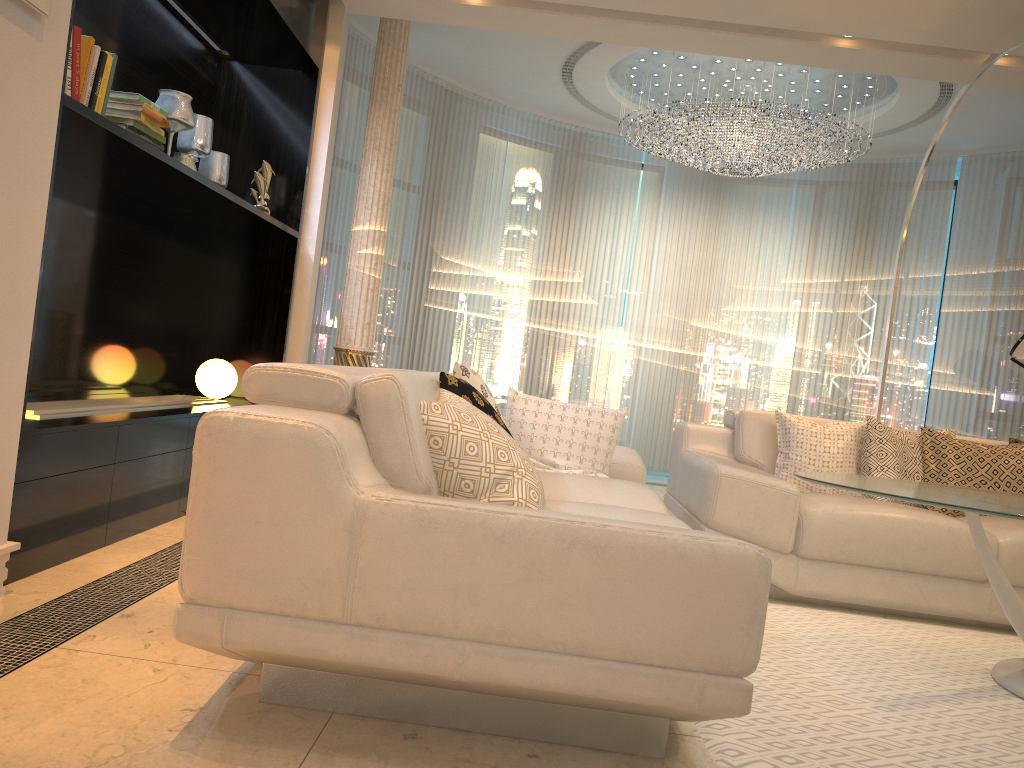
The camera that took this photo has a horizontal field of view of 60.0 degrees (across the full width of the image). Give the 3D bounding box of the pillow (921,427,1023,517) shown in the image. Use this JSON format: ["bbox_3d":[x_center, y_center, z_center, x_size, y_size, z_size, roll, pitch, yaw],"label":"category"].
[{"bbox_3d":[2.153,0.420,4.055,0.575,0.436,0.301,7,1,8],"label":"pillow"}]

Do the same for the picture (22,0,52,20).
[{"bbox_3d":[-1.175,-1.306,1.994,0.027,0.729,0.610,7,1,2],"label":"picture"}]

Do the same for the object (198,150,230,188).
[{"bbox_3d":[-1.540,-1.025,4.556,0.147,0.317,0.147,7,1,4],"label":"object"}]

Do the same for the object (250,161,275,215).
[{"bbox_3d":[-1.294,-0.996,4.591,0.116,0.293,0.182,7,1,-1],"label":"object"}]

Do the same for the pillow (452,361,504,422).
[{"bbox_3d":[-0.087,0.134,3.211,0.255,0.399,0.526,7,1,2],"label":"pillow"}]

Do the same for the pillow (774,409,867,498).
[{"bbox_3d":[1.442,0.336,4.122,0.463,0.380,0.222,7,1,6],"label":"pillow"}]

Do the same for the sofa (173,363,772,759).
[{"bbox_3d":[-0.039,0.367,2.815,1.145,0.754,2.328,7,1,2],"label":"sofa"}]

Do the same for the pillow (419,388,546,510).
[{"bbox_3d":[-0.071,0.197,2.295,0.351,0.329,0.521,7,1,2],"label":"pillow"}]

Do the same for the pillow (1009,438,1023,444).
[{"bbox_3d":[2.550,0.471,4.018,0.575,0.436,0.301,8,1,33],"label":"pillow"}]

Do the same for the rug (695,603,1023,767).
[{"bbox_3d":[1.882,0.989,2.679,2.900,0.020,1.661,7,1,2],"label":"rug"}]

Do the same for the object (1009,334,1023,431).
[{"bbox_3d":[3.317,0.403,5.383,0.616,1.471,0.570,7,1,8],"label":"object"}]

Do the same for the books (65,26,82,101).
[{"bbox_3d":[-1.427,-0.977,2.621,0.208,0.270,0.240,7,1,2],"label":"books"}]

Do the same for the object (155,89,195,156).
[{"bbox_3d":[-1.465,-1.052,3.805,0.181,0.381,0.181,7,1,-4],"label":"object"}]

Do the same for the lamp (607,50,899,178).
[{"bbox_3d":[1.718,-1.906,6.623,2.109,0.685,2.109,7,1,-43],"label":"lamp"}]

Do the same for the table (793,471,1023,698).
[{"bbox_3d":[1.895,0.693,2.686,2.140,0.565,0.999,7,1,1],"label":"table"}]

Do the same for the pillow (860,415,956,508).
[{"bbox_3d":[1.838,0.384,4.138,0.587,0.429,0.288,7,1,-23],"label":"pillow"}]

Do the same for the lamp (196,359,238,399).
[{"bbox_3d":[-1.581,-0.028,4.749,0.212,0.214,0.213,7,1,-38],"label":"lamp"}]

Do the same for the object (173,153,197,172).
[{"bbox_3d":[-1.464,-0.939,3.936,0.119,0.154,0.119,7,1,12],"label":"object"}]

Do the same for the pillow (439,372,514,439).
[{"bbox_3d":[-0.061,0.158,2.753,0.323,0.355,0.524,7,1,2],"label":"pillow"}]

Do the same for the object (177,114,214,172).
[{"bbox_3d":[-1.548,-1.078,4.298,0.156,0.426,0.156,7,1,7],"label":"object"}]

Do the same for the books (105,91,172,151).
[{"bbox_3d":[-1.437,-0.952,3.297,0.260,0.197,0.296,7,1,4],"label":"books"}]

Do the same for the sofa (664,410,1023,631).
[{"bbox_3d":[1.944,0.605,4.052,2.328,0.754,1.145,7,1,2],"label":"sofa"}]

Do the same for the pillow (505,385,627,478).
[{"bbox_3d":[0.171,0.192,3.493,0.521,0.325,0.281,7,1,11],"label":"pillow"}]

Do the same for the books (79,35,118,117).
[{"bbox_3d":[-1.425,-0.975,2.852,0.212,0.261,0.210,7,1,2],"label":"books"}]

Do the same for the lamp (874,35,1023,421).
[{"bbox_3d":[2.054,-0.270,3.929,0.393,2.519,2.009,7,1,2],"label":"lamp"}]
